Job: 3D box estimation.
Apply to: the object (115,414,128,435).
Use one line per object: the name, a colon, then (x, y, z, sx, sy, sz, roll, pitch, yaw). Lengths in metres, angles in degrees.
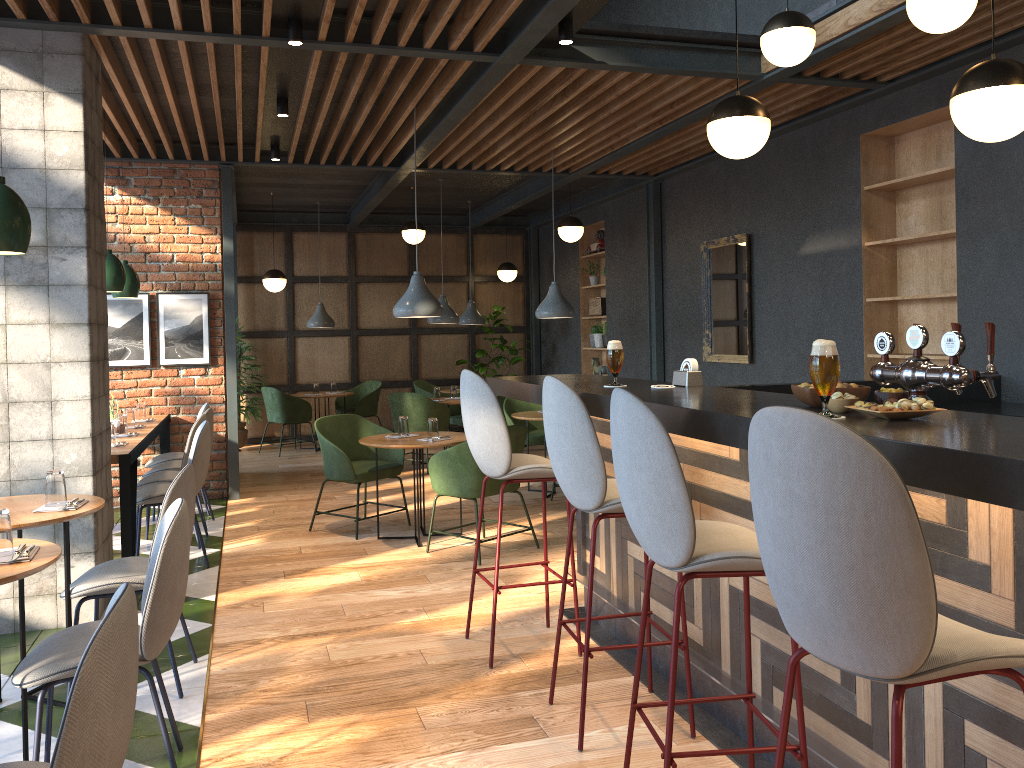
object: (-2.628, 0.271, 5.962, 0.080, 0.138, 0.080, 0, 1, 37)

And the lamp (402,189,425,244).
lamp: (-1.168, -3.500, 10.155, 0.268, 3.792, 0.268, -2, 1, -37)

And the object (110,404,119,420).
object: (-3.140, 0.225, 6.978, 0.080, 0.138, 0.080, -1, 1, 5)

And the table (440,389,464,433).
table: (-0.507, 0.418, 11.324, 0.807, 0.687, 0.808, -2, 2, -17)

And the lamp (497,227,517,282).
lamp: (-0.103, -3.268, 11.922, 0.268, 3.792, 0.268, -1, 1, 26)

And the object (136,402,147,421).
object: (-2.946, 0.217, 7.034, 0.080, 0.138, 0.080, -2, 2, -43)

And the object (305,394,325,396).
object: (-2.459, 0.127, 11.004, 0.242, 0.019, 0.157, 1, 4, 39)

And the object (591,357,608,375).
object: (1.087, -0.193, 10.875, 0.150, 0.257, 0.522, -2, 3, -17)

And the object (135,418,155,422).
object: (-2.916, 0.284, 7.021, 0.157, 0.019, 0.243, -2, 3, -16)

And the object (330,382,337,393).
object: (-2.267, 0.042, 11.246, 0.080, 0.138, 0.080, -2, 1, -38)

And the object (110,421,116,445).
object: (-2.460, 0.299, 5.401, 0.080, 0.138, 0.080, -1, 1, 7)

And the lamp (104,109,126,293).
lamp: (-2.863, -1.659, 6.237, 0.224, 2.021, 0.224, -1, 1, -13)

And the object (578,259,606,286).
object: (1.033, -1.377, 10.887, 0.174, 0.329, 0.537, -2, 2, -37)

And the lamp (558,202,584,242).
lamp: (0.571, -3.365, 9.174, 0.268, 3.792, 0.268, -2, 1, -45)

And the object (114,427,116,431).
object: (-2.827, 0.315, 6.185, 0.251, 0.046, 0.253, -4, 4, -43)

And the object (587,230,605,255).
object: (1.081, -1.731, 10.820, 0.204, 0.285, 0.517, -2, 3, -17)

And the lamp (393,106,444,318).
lamp: (-0.696, -2.706, 6.111, 0.353, 4.488, 0.353, -1, 1, 18)

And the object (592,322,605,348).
object: (1.075, -0.608, 10.840, 0.213, 0.329, 0.233, -2, 1, -11)

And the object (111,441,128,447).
object: (-2.430, 0.365, 5.388, 0.157, 0.019, 0.243, -2, 3, -16)

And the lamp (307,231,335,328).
lamp: (-2.447, -2.950, 11.107, 0.353, 4.488, 0.353, -1, 1, 18)

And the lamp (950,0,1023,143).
lamp: (1.566, -2.702, 2.931, 0.268, 3.792, 0.268, -2, 1, -26)

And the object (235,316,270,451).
object: (-3.519, -0.019, 11.069, 0.913, 1.722, 0.979, 0, 1, 39)

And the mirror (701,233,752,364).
mirror: (1.873, -0.732, 7.734, 0.061, 1.085, 0.769, -1, 1, -17)

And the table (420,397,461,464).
table: (-0.715, 0.516, 9.687, 0.807, 0.687, 0.808, 0, 2, 25)

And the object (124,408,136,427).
object: (-2.807, 0.245, 6.502, 0.080, 0.138, 0.080, -2, 2, -43)

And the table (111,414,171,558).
table: (-2.843, 0.721, 6.203, 0.658, 0.765, 2.775, -2, 3, -17)

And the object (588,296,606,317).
object: (1.102, -0.949, 10.877, 0.199, 0.241, 0.340, -2, 2, -22)

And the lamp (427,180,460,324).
lamp: (-0.798, -2.904, 9.649, 0.353, 4.488, 0.353, -1, 1, 18)

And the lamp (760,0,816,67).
lamp: (1.351, -3.499, 4.450, 0.268, 3.792, 0.268, -1, 1, -11)

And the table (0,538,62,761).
table: (-1.712, 0.909, 2.615, 0.699, 0.746, 0.700, 0, 2, 25)

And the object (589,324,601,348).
object: (1.048, -0.602, 11.056, 0.173, 0.295, 0.190, -2, 2, -43)

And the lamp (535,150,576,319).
lamp: (0.329, -2.819, 7.703, 0.353, 4.488, 0.353, -1, 1, 18)

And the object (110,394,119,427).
object: (-2.778, 0.198, 6.133, 0.115, 0.282, 0.128, -2, 1, -21)

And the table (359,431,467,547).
table: (-0.642, 0.716, 6.124, 0.807, 0.687, 0.808, -1, 2, 14)

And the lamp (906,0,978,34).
lamp: (1.722, -3.338, 3.615, 0.268, 3.792, 0.268, -1, 1, 38)

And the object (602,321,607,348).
object: (1.146, -0.606, 10.611, 0.143, 0.349, 0.144, -1, 1, 0)

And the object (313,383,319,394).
object: (-2.436, 0.059, 11.014, 0.080, 0.138, 0.080, -2, 1, -38)

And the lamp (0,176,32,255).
lamp: (-2.021, -1.520, 3.447, 0.224, 2.021, 0.224, -1, 1, -13)

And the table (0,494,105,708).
table: (-1.969, 0.866, 3.468, 0.699, 0.746, 0.700, -1, 2, -6)

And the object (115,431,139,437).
object: (-2.598, 0.337, 5.949, 0.157, 0.019, 0.243, -2, 3, -16)

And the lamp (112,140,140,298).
lamp: (-3.120, -1.702, 7.090, 0.224, 2.021, 0.224, -1, 1, -13)

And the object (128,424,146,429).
object: (-2.777, 0.311, 6.489, 0.157, 0.019, 0.243, -2, 3, -16)

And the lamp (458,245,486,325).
lamp: (-0.563, -3.003, 11.301, 0.353, 4.488, 0.353, -1, 1, 18)

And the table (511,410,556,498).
table: (0.405, 0.602, 7.721, 0.807, 0.687, 0.808, 0, 2, 32)

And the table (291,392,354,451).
table: (-2.386, 0.470, 11.152, 0.807, 0.687, 0.808, 0, 2, 23)

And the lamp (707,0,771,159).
lamp: (0.941, -2.870, 3.816, 0.268, 3.792, 0.268, -1, 1, -15)

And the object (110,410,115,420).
object: (-2.871, 0.198, 6.220, 0.146, 0.276, 0.146, -2, 1, -36)

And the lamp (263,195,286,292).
lamp: (-2.816, -2.968, 10.348, 0.268, 3.792, 0.268, -1, 1, 26)
